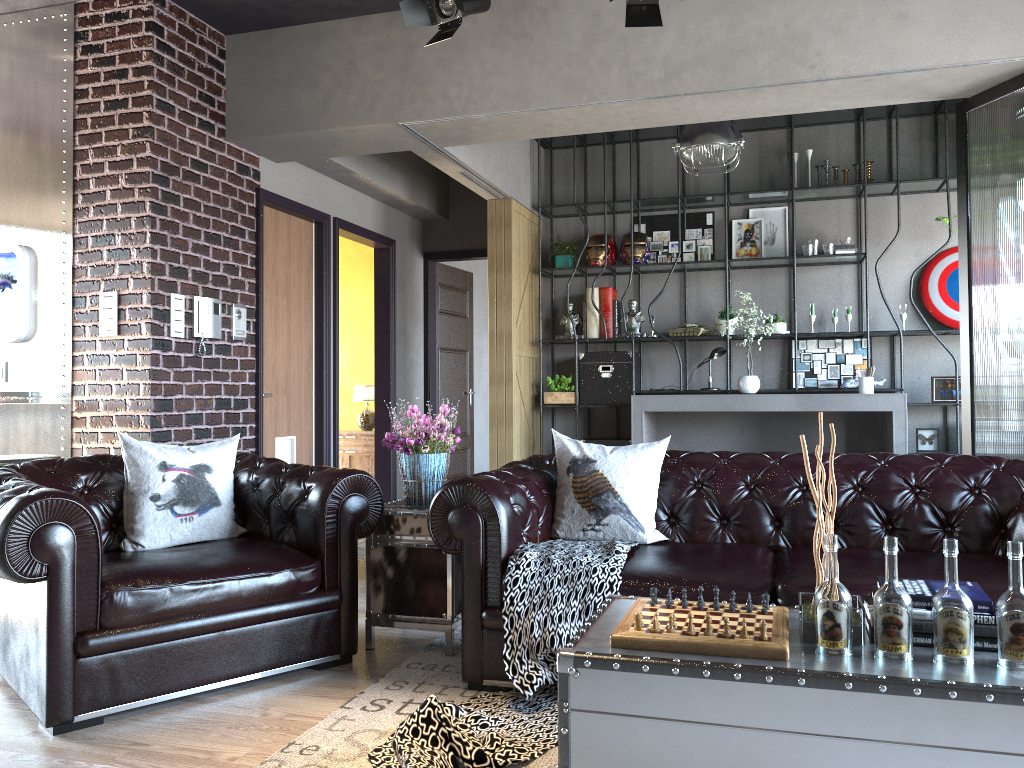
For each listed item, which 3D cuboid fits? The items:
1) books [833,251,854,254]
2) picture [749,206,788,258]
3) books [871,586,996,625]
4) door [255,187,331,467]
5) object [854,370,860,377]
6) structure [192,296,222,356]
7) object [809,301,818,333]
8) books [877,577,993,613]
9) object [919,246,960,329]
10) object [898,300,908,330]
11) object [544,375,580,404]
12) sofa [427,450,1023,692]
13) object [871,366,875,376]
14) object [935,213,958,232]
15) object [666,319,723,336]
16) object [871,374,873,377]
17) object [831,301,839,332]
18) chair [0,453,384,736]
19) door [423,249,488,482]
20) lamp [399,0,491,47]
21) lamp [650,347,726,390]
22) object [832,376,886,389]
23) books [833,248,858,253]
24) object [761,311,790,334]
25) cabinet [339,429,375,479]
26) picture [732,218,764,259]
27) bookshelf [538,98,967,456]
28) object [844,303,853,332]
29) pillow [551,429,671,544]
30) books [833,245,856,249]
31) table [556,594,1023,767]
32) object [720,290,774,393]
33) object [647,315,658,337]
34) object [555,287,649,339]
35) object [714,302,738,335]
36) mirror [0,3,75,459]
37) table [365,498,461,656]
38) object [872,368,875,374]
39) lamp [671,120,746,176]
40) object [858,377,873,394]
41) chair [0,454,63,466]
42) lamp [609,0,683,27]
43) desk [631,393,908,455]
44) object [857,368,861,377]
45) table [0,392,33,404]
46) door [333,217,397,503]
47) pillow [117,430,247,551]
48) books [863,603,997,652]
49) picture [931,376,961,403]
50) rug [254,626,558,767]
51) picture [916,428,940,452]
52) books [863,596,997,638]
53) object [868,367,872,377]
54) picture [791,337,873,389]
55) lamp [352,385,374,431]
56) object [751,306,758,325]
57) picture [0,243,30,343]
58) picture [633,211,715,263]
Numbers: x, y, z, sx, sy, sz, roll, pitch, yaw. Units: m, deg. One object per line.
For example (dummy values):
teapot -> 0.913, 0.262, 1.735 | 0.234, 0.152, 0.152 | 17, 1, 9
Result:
books -> 2.814, -1.114, 7.618 | 0.166, 0.024, 0.227 | 0, -1, -4
picture -> 2.284, -1.320, 7.893 | 0.332, 0.515, 0.119 | -1, -2, 17
books -> 1.103, 0.580, 2.331 | 0.282, 0.026, 0.266 | -1, -1, 19
door -> -1.693, -0.086, 6.617 | 0.219, 2.541, 1.002 | -1, -2, 17
object -> 2.810, -0.023, 7.100 | 0.137, 0.190, 0.009 | -1, -2, 20
structure -> -1.907, -0.355, 5.593 | 0.068, 0.370, 0.279 | -1, -1, 17
object -> 2.526, -0.563, 7.463 | 0.113, 0.275, 0.113 | -1, -2, 21
books -> 1.102, 0.552, 2.332 | 0.251, 0.030, 0.236 | -1, -1, 19
object -> 3.805, -0.802, 7.396 | 0.751, 0.740, 0.185 | -1, -2, 18
object -> 3.268, -0.566, 7.407 | 0.113, 0.270, 0.113 | -1, -1, 6
object -> 0.451, 0.044, 8.050 | 0.304, 0.265, 0.180 | -1, -1, 17
sofa -> 1.053, 0.711, 3.517 | 2.565, 0.838, 1.239 | -1, -1, 17
object -> 2.871, -0.051, 7.086 | 0.052, 0.185, 0.009 | -1, -2, 19
object -> 3.775, -1.536, 7.023 | 0.720, 1.026, 0.650 | -1, -2, 36
object -> 1.635, -0.499, 7.862 | 0.206, 0.170, 0.577 | 0, -1, -38
object -> 2.846, -0.010, 7.063 | 0.068, 0.159, 0.009 | -1, -2, 30
object -> 2.800, -0.575, 7.692 | 0.113, 0.302, 0.113 | -1, -2, 36
chair -> -1.461, 0.726, 3.680 | 1.492, 0.845, 1.244 | 0, -1, -43
door -> -0.194, -0.063, 9.339 | 1.150, 2.545, 1.128 | -1, -2, 17
lamp -> -0.320, -2.052, 4.765 | 0.359, 0.513, 0.559 | -1, -1, 37
lamp -> 1.581, -0.130, 7.897 | 0.739, 0.371, 0.204 | -1, -2, 41
object -> 2.918, -0.014, 7.474 | 0.351, 0.111, 0.379 | 0, -1, -40
books -> 2.826, -1.138, 7.617 | 0.243, 0.024, 0.175 | -1, -1, 13
object -> 2.266, -0.528, 7.627 | 0.235, 0.213, 0.235 | 0, -1, -28
cabinet -> -1.861, 0.828, 8.729 | 1.432, 0.750, 0.408 | -1, -1, 17
picture -> 2.102, -1.268, 7.903 | 0.267, 0.414, 0.101 | -1, -2, 17
bookshelf -> 2.452, -0.660, 7.626 | 4.483, 3.284, 0.526 | -1, -2, 17
object -> 2.814, -0.551, 7.413 | 0.113, 0.246, 0.113 | -1, -2, 36
pillow -> 0.413, 0.425, 3.792 | 0.528, 0.469, 0.283 | -1, -1, 20
books -> 2.816, -1.164, 7.614 | 0.225, 0.029, 0.179 | 0, -1, 9
table -> 0.797, 0.882, 2.289 | 1.254, 0.470, 0.684 | -1, -1, 17
object -> 1.943, -0.351, 7.239 | 0.398, 0.852, 0.420 | 0, -2, -26
object -> 1.245, -0.512, 7.865 | 0.093, 0.200, 0.093 | -1, -1, 12
object -> 0.825, -0.636, 8.112 | 0.833, 0.466, 0.289 | -1, -1, 17
object -> 1.872, -0.570, 7.729 | 0.136, 0.305, 0.193 | 1, -2, -39
mirror -> -3.113, -0.551, 5.442 | 1.048, 3.462, 0.050 | -1, -2, 17
table -> -0.384, 0.839, 3.955 | 0.417, 0.609, 0.405 | -1, -1, 17
object -> 2.867, -0.043, 7.074 | 0.062, 0.169, 0.009 | -1, -2, 17
lamp -> 1.414, -2.125, 6.508 | 0.534, 1.149, 0.515 | 0, -1, -6
object -> 2.826, 0.013, 7.081 | 0.110, 0.137, 0.110 | -1, -1, 27
chair -> -2.653, 0.778, 4.744 | 0.439, 0.781, 0.438 | 0, -1, -4
lamp -> 0.662, -2.056, 4.464 | 0.359, 0.525, 0.540 | 0, -1, 2
desk -> 2.141, 0.530, 7.512 | 2.129, 0.886, 0.844 | -1, -1, 17
object -> 2.801, -0.031, 7.119 | 0.023, 0.203, 0.046 | 1, -2, -37
table -> -3.363, 0.607, 4.647 | 0.656, 1.130, 1.598 | -1, -1, 17
door -> -1.769, -0.072, 7.864 | 1.098, 2.545, 1.149 | -1, -1, 17
pillow -> -1.417, 0.443, 3.848 | 0.541, 0.502, 0.290 | 0, -2, -35
books -> 1.103, 0.637, 2.329 | 0.324, 0.035, 0.305 | -1, -1, 17
picture -> 3.538, 0.044, 7.115 | 0.313, 0.212, 0.049 | -1, -2, 17
rug -> 0.628, 1.121, 2.897 | 2.474, 0.003, 2.253 | -1, -1, 17
picture -> 3.402, 0.458, 7.255 | 0.172, 0.190, 0.036 | -1, -2, 17
books -> 1.099, 0.606, 2.319 | 0.315, 0.026, 0.270 | -1, -1, 17
object -> 2.863, -0.032, 7.107 | 0.037, 0.204, 0.023 | 1, -2, -34
picture -> 2.775, -0.178, 7.709 | 0.665, 0.447, 0.051 | -1, -2, 17
lamp -> -1.402, 0.538, 8.598 | 0.291, 1.045, 0.441 | 0, -1, -10
object -> 2.139, -0.555, 7.844 | 0.113, 0.273, 0.113 | 0, -2, -17
picture -> -3.124, -0.551, 5.407 | 0.412, 0.600, 0.047 | -1, -2, 17
picture -> 1.485, -1.320, 8.171 | 0.749, 0.503, 0.058 | -1, -2, 17
